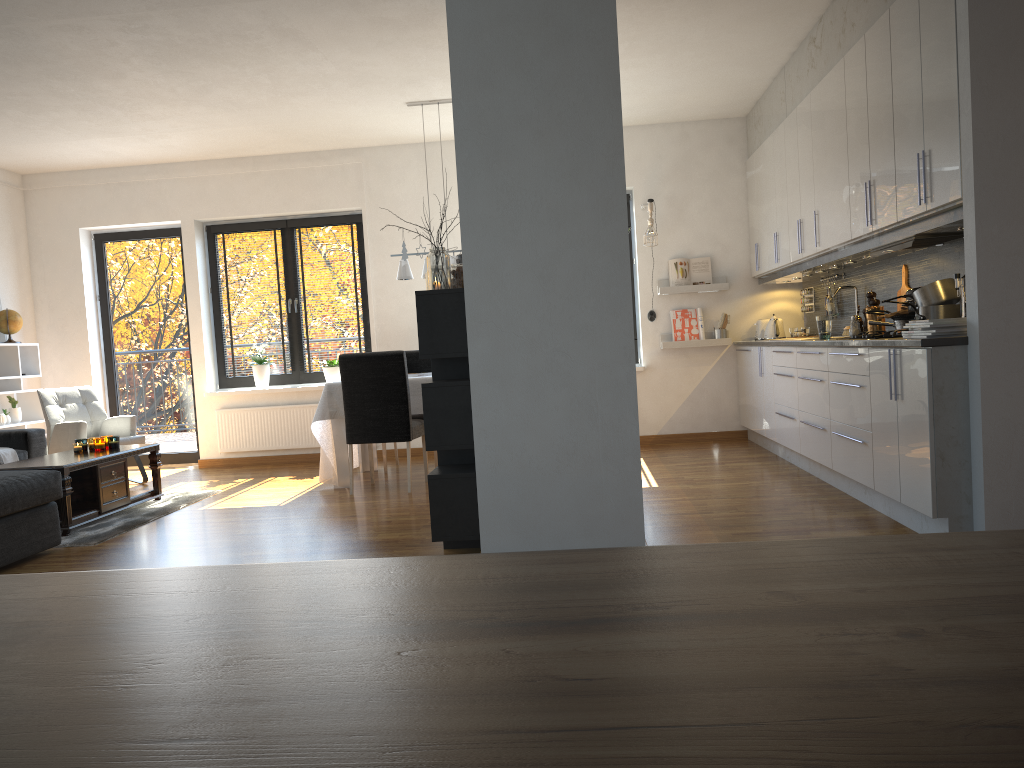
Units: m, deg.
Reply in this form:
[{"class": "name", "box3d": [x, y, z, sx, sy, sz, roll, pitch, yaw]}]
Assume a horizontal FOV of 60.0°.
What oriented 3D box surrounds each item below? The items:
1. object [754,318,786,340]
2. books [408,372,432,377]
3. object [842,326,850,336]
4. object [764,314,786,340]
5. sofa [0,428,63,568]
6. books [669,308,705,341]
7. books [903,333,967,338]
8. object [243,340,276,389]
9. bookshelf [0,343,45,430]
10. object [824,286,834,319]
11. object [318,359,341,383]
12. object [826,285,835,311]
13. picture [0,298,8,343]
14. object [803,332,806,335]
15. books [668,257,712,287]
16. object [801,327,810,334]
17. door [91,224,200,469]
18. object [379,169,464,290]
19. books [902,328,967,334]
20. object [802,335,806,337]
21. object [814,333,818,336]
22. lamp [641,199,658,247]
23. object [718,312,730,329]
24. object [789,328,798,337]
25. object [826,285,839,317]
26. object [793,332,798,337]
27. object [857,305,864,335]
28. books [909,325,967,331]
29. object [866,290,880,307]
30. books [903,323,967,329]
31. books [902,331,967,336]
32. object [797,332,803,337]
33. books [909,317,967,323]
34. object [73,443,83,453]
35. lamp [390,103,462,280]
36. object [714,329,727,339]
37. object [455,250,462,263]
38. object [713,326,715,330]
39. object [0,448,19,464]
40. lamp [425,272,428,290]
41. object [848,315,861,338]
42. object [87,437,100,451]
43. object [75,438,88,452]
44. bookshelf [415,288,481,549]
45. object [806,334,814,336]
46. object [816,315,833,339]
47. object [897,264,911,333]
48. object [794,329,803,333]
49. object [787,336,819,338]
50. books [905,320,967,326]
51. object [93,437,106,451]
[{"class": "object", "box3d": [2.210, -0.464, 7.616, 0.253, 0.192, 0.175, -3, 3, 4]}, {"class": "books", "box3d": [-0.755, -0.066, 6.668, 0.278, 0.022, 0.204, -2, 3, 31]}, {"class": "object", "box3d": [2.373, -0.373, 6.238, 0.099, 0.065, 0.097, -4, 3, -4]}, {"class": "object", "box3d": [2.187, -0.469, 7.412, 0.178, 0.236, 0.204, -1, 4, 41]}, {"class": "sofa", "box3d": [-3.434, 0.509, 5.176, 2.163, 0.848, 2.506, -3, 2, 4]}, {"class": "books", "box3d": [1.532, -0.493, 7.736, 0.283, 0.331, 0.138, -3, 3, 2]}, {"class": "books", "box3d": [1.835, -0.206, 3.753, 0.252, 0.011, 0.318, -3, 2, 8]}, {"class": "object", "box3d": [-2.290, -0.175, 8.087, 0.286, 0.444, 0.340, -4, 3, -7]}, {"class": "bookshelf", "box3d": [-4.297, 0.273, 7.269, 0.237, 1.201, 1.189, -3, 3, 4]}, {"class": "object", "box3d": [2.429, -0.627, 6.798, 0.060, 0.257, 0.060, -2, 3, 26]}, {"class": "object", "box3d": [-1.631, -0.112, 8.097, 0.267, 0.237, 0.283, -4, 3, -14]}, {"class": "object", "box3d": [2.417, -0.647, 6.667, 0.072, 0.204, 0.188, -4, 3, -9]}, {"class": "picture", "box3d": [-4.443, -0.597, 7.512, 0.059, 0.533, 0.389, -3, 3, 4]}, {"class": "object", "box3d": [2.355, -0.407, 7.171, 0.043, 0.050, 0.044, -6, 4, -43]}, {"class": "books", "box3d": [1.553, -0.949, 7.714, 0.364, 0.299, 0.109, -3, 3, 4]}, {"class": "object", "box3d": [2.406, -0.428, 7.260, 0.071, 0.076, 0.071, -3, 3, 4]}, {"class": "door", "box3d": [-3.406, -0.339, 8.371, 0.976, 2.276, 0.119, -3, 3, 4]}, {"class": "object", "box3d": [-0.387, -0.670, 3.978, 0.426, 0.522, 0.298, -3, 3, 1]}, {"class": "books", "box3d": [1.831, -0.227, 3.725, 0.252, 0.011, 0.318, -4, 2, 1]}, {"class": "object", "box3d": [2.411, -0.393, 7.164, 0.248, 0.015, 0.024, -6, 3, -41]}, {"class": "object", "box3d": [2.442, -0.400, 7.131, 0.021, 0.026, 0.173, -3, 2, 13]}, {"class": "lamp", "box3d": [1.184, -1.375, 7.631, 0.131, 0.395, 0.311, -3, 3, 9]}, {"class": "object", "box3d": [1.832, -0.487, 7.669, 0.119, 0.267, 0.059, -4, 3, -4]}, {"class": "object", "box3d": [2.321, -0.424, 7.305, 0.071, 0.076, 0.071, -4, 3, -4]}, {"class": "object", "box3d": [2.403, -0.626, 6.648, 0.074, 0.243, 0.093, -5, 3, -22]}, {"class": "object", "box3d": [2.296, -0.400, 7.180, 0.046, 0.045, 0.045, -3, 3, 7]}, {"class": "object", "box3d": [2.095, -0.378, 5.350, 0.058, 0.192, 0.080, -4, 3, -12]}, {"class": "books", "box3d": [1.847, -0.240, 3.764, 0.252, 0.011, 0.318, -3, 2, 16]}, {"class": "object", "box3d": [2.174, -0.428, 5.330, 0.061, 0.283, 0.123, -3, 3, 4]}, {"class": "books", "box3d": [1.839, -0.250, 3.750, 0.252, 0.011, 0.318, -3, 2, 6]}, {"class": "books", "box3d": [1.834, -0.216, 3.741, 0.252, 0.011, 0.318, -3, 2, 4]}, {"class": "object", "box3d": [2.317, -0.399, 7.133, 0.044, 0.043, 0.043, -3, 3, 1]}, {"class": "books", "box3d": [1.860, -0.273, 3.765, 0.252, 0.011, 0.318, -3, 2, 11]}, {"class": "object", "box3d": [-2.851, 0.420, 5.825, 0.060, 0.061, 0.059, -3, 3, 9]}, {"class": "lamp", "box3d": [-0.566, -1.446, 6.638, 0.760, 1.285, 0.131, -3, 3, 4]}, {"class": "object", "box3d": [1.813, -0.413, 7.707, 0.103, 0.124, 0.103, -3, 3, 2]}, {"class": "object", "box3d": [-0.249, -0.643, 4.782, 0.163, 0.384, 0.154, -2, 3, 20]}, {"class": "object", "box3d": [1.781, -0.437, 7.717, 0.089, 0.159, 0.007, -6, 4, -35]}, {"class": "object", "box3d": [-3.641, 0.509, 5.813, 0.606, 0.212, 0.488, -4, 2, 0]}, {"class": "lamp", "box3d": [-0.349, -0.482, 4.116, 0.098, 0.131, 0.106, -3, 3, 17]}, {"class": "object", "box3d": [2.051, -0.345, 5.305, 0.069, 0.135, 0.069, -5, 3, -21]}, {"class": "object", "box3d": [-2.803, 0.402, 5.950, 0.079, 0.081, 0.079, -4, 3, -1]}, {"class": "object", "box3d": [-2.864, 0.407, 5.900, 0.079, 0.081, 0.079, -4, 3, -1]}, {"class": "bookshelf", "box3d": [-0.221, 0.164, 4.439, 0.237, 1.201, 1.189, -3, 3, 4]}, {"class": "object", "box3d": [2.422, -0.395, 7.142, 0.024, 0.017, 0.248, -1, 3, 39]}, {"class": "object", "box3d": [1.969, -0.355, 5.586, 0.102, 0.146, 0.102, -3, 3, 4]}, {"class": "object", "box3d": [2.352, -0.505, 5.307, 0.029, 0.420, 0.219, -3, 3, 4]}, {"class": "object", "box3d": [2.336, -0.416, 7.234, 0.065, 0.064, 0.065, -3, 3, 4]}, {"class": "object", "box3d": [2.373, -0.380, 7.222, 0.213, 0.012, 0.335, -3, 2, 6]}, {"class": "books", "box3d": [1.855, -0.262, 3.759, 0.252, 0.011, 0.318, -3, 2, 5]}, {"class": "object", "box3d": [-2.738, 0.400, 5.890, 0.079, 0.081, 0.079, -4, 3, -1]}]
